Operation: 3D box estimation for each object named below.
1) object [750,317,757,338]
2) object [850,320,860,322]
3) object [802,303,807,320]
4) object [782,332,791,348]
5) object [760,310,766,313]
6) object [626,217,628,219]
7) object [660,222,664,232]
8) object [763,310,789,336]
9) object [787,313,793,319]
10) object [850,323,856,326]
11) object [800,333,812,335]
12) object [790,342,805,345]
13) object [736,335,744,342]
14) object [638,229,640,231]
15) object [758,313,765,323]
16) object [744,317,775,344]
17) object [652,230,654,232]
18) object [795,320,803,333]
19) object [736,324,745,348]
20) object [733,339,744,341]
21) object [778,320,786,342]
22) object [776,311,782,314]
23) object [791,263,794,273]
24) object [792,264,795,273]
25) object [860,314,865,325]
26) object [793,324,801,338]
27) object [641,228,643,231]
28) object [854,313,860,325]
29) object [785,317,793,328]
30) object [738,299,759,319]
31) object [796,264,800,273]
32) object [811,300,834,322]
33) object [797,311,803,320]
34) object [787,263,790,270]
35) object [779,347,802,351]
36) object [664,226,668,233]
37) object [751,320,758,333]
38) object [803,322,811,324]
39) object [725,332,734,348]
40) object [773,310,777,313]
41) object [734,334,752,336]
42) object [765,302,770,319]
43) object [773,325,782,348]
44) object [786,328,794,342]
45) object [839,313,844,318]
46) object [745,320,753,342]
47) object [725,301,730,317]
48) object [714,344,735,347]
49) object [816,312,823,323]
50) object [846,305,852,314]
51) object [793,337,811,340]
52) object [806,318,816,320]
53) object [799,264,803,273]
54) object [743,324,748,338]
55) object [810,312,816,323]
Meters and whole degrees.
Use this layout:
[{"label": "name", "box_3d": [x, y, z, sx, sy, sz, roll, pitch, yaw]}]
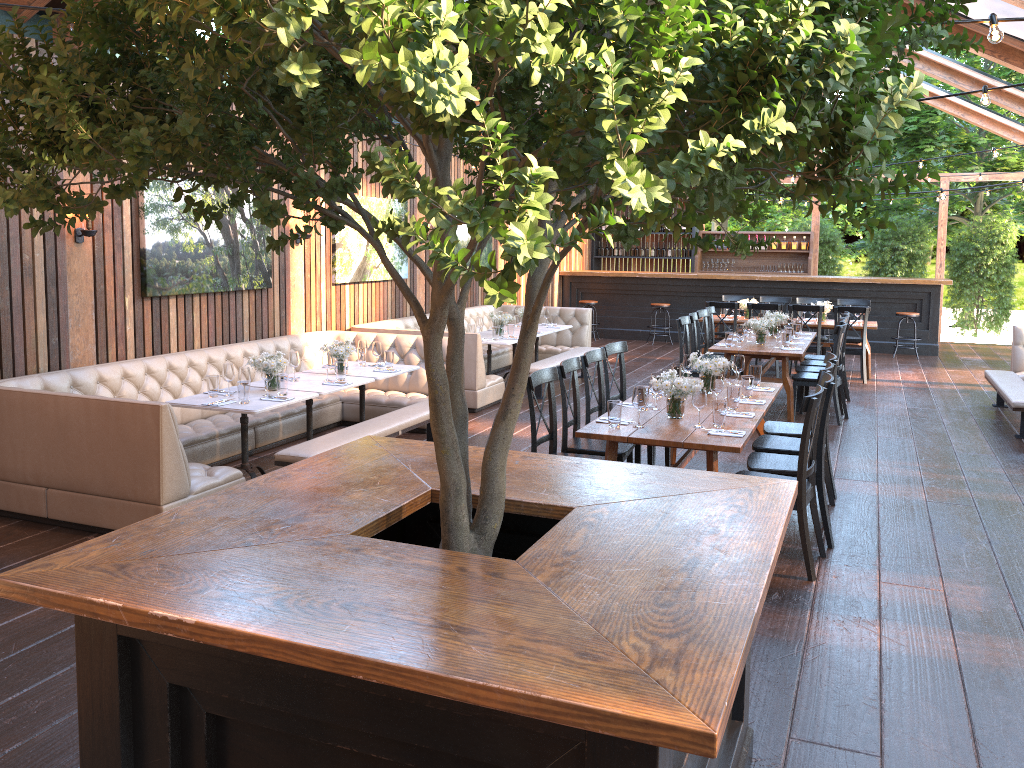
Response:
[{"label": "object", "box_3d": [2.870, -0.677, 10.525, 0.092, 0.243, 0.093, -2, 7, -25]}, {"label": "object", "box_3d": [4.987, -0.920, 12.869, 0.157, 0.019, 0.257, 4, 10, 22]}, {"label": "object", "box_3d": [4.294, -1.060, 12.988, 0.092, 0.243, 0.093, -2, 7, -25]}, {"label": "object", "box_3d": [2.953, -0.474, 9.535, 0.092, 0.157, 0.092, -2, 7, -21]}, {"label": "object", "box_3d": [3.766, -1.072, 13.298, 0.092, 0.157, 0.092, -5, 8, -41]}, {"label": "object", "box_3d": [2.442, -3.386, 18.812, 0.081, 0.322, 0.082, 1, 6, 1]}, {"label": "object", "box_3d": [3.110, -3.306, 18.360, 0.081, 0.322, 0.082, 1, 6, 1]}, {"label": "object", "box_3d": [3.200, -0.749, 10.789, 0.329, 0.307, 0.339, -1, 8, -11]}, {"label": "object", "box_3d": [3.472, -0.759, 11.074, 0.092, 0.243, 0.093, -2, 7, -25]}, {"label": "object", "box_3d": [4.694, -0.830, 12.293, 0.157, 0.019, 0.257, 4, 10, 22]}, {"label": "object", "box_3d": [3.575, -0.625, 10.946, 0.255, 0.019, 0.158, 4, 10, 22]}, {"label": "object", "box_3d": [3.148, -0.462, 9.923, 0.255, 0.019, 0.158, 4, 10, 22]}, {"label": "object", "box_3d": [2.578, -0.553, 10.005, 0.092, 0.157, 0.092, -5, 8, -41]}, {"label": "object", "box_3d": [2.643, -3.344, 18.535, 0.087, 0.332, 0.088, 1, 6, 2]}, {"label": "object", "box_3d": [3.118, -0.762, 11.065, 0.092, 0.243, 0.093, -2, 7, -25]}, {"label": "object", "box_3d": [2.757, -0.600, 9.837, 0.337, 0.307, 0.331, -4, 9, -33]}, {"label": "object", "box_3d": [2.932, -3.320, 18.466, 0.136, 0.314, 0.137, -1, 6, -16]}, {"label": "object", "box_3d": [3.597, -0.718, 11.093, 0.092, 0.157, 0.092, -5, 8, -41]}, {"label": "object", "box_3d": [2.450, -0.518, 9.508, 0.092, 0.243, 0.093, -2, 6, -20]}, {"label": "object", "box_3d": [2.581, -0.513, 10.187, 0.255, 0.019, 0.158, 4, 10, 22]}, {"label": "object", "box_3d": [3.058, -0.597, 10.051, 0.092, 0.243, 0.093, -2, 7, -25]}, {"label": "object", "box_3d": [3.821, -0.970, 12.672, 0.092, 0.157, 0.092, -5, 8, -41]}, {"label": "object", "box_3d": [5.562, -2.298, 17.538, 0.073, 0.180, 0.074, 0, 6, -4]}, {"label": "object", "box_3d": [5.545, -2.282, 17.437, 0.073, 0.180, 0.074, 0, 6, -4]}, {"label": "object", "box_3d": [4.865, -0.891, 12.246, 0.092, 0.157, 0.092, -5, 8, -41]}, {"label": "object", "box_3d": [3.396, -0.633, 10.551, 0.092, 0.157, 0.092, -5, 8, -41]}, {"label": "object", "box_3d": [2.743, -3.332, 18.537, 0.078, 0.310, 0.078, 2, 6, 17]}, {"label": "object", "box_3d": [4.835, -0.954, 12.371, 0.092, 0.243, 0.093, -2, 7, -25]}, {"label": "object", "box_3d": [3.291, -0.672, 10.520, 0.092, 0.243, 0.093, -2, 7, -25]}, {"label": "object", "box_3d": [3.493, -1.123, 13.125, 0.336, 0.307, 0.331, -1, 8, -13]}, {"label": "object", "box_3d": [5.625, -2.279, 17.422, 0.073, 0.180, 0.074, 0, 6, -4]}, {"label": "object", "box_3d": [4.461, -1.046, 12.713, 0.330, 0.307, 0.338, -5, 9, -35]}, {"label": "object", "box_3d": [4.258, -1.033, 13.087, 0.092, 0.157, 0.092, -5, 8, -41]}, {"label": "object", "box_3d": [5.485, -2.302, 17.560, 0.073, 0.180, 0.074, 0, 6, -4]}, {"label": "object", "box_3d": [2.933, -0.377, 9.367, 0.255, 0.019, 0.158, 4, 10, 22]}, {"label": "object", "box_3d": [3.187, -3.288, 18.304, 0.077, 0.305, 0.077, 5, 7, 38]}, {"label": "object", "box_3d": [3.020, -0.713, 11.020, 0.092, 0.157, 0.092, -5, 8, -41]}, {"label": "object", "box_3d": [4.149, -0.871, 12.509, 0.157, 0.019, 0.257, 4, 10, 22]}, {"label": "object", "box_3d": [2.324, -0.470, 9.473, 0.092, 0.157, 0.092, -3, 7, -31]}, {"label": "object", "box_3d": [3.809, -1.030, 12.773, 0.092, 0.243, 0.093, -2, 7, -25]}, {"label": "object", "box_3d": [2.765, -0.590, 10.678, 0.255, 0.019, 0.158, 4, 10, 22]}, {"label": "object", "box_3d": [3.806, -1.097, 13.186, 0.092, 0.243, 0.093, -2, 7, -25]}, {"label": "object", "box_3d": [2.841, -0.510, 9.488, 0.092, 0.243, 0.093, -2, 6, -20]}, {"label": "object", "box_3d": [3.163, -0.558, 10.082, 0.092, 0.157, 0.092, -5, 8, -41]}, {"label": "object", "box_3d": [4.808, -0.995, 12.887, 0.092, 0.157, 0.092, -5, 8, -41]}, {"label": "object", "box_3d": [2.693, -0.602, 10.044, 0.092, 0.243, 0.093, -2, 7, -25]}, {"label": "object", "box_3d": [3.260, -1.137, 13.400, 0.092, 0.243, 0.093, -2, 7, -25]}, {"label": "object", "box_3d": [2.338, -0.428, 9.644, 0.255, 0.019, 0.158, 4, 10, 22]}, {"label": "object", "box_3d": [4.326, -0.933, 12.474, 0.092, 0.157, 0.092, -5, 8, -41]}, {"label": "object", "box_3d": [4.852, -1.017, 12.761, 0.092, 0.243, 0.093, -2, 7, -25]}, {"label": "object", "box_3d": [3.381, -0.537, 10.392, 0.255, 0.019, 0.158, 4, 10, 22]}, {"label": "object", "box_3d": [4.421, -0.962, 13.095, 0.157, 0.019, 0.257, 4, 10, 22]}, {"label": "object", "box_3d": [5.680, -2.270, 17.370, 0.073, 0.180, 0.074, 0, 6, -4]}, {"label": "object", "box_3d": [2.759, -0.629, 10.487, 0.092, 0.157, 0.092, -5, 8, -41]}, {"label": "object", "box_3d": [4.290, -0.996, 12.593, 0.092, 0.243, 0.093, -2, 7, -25]}]
